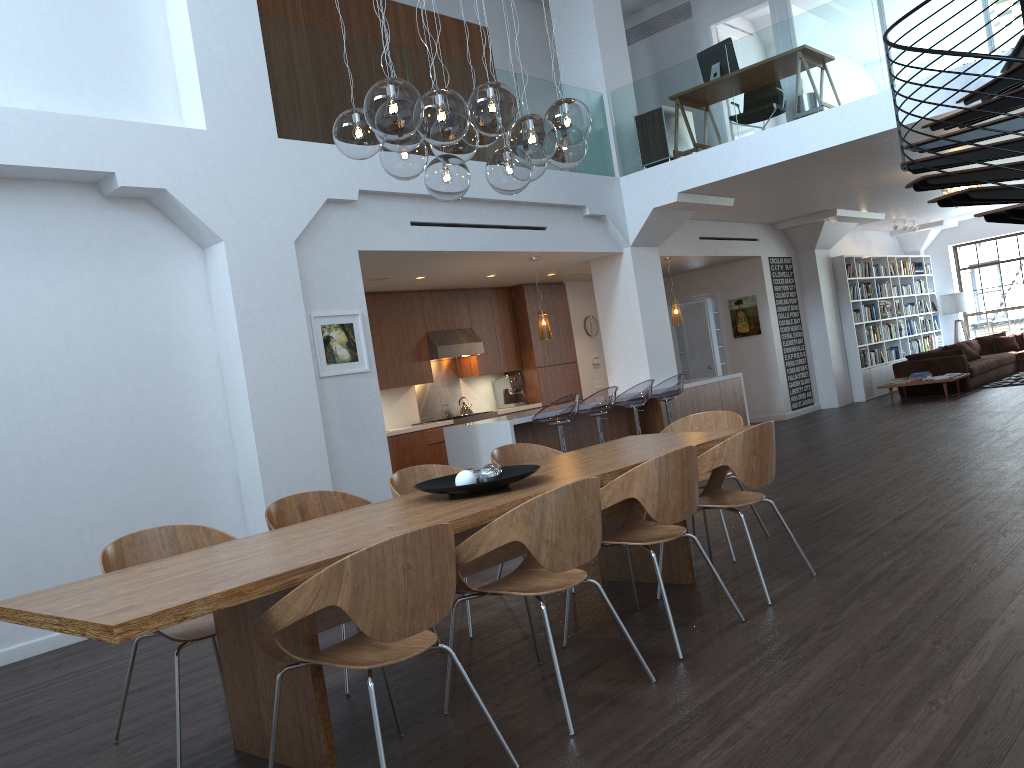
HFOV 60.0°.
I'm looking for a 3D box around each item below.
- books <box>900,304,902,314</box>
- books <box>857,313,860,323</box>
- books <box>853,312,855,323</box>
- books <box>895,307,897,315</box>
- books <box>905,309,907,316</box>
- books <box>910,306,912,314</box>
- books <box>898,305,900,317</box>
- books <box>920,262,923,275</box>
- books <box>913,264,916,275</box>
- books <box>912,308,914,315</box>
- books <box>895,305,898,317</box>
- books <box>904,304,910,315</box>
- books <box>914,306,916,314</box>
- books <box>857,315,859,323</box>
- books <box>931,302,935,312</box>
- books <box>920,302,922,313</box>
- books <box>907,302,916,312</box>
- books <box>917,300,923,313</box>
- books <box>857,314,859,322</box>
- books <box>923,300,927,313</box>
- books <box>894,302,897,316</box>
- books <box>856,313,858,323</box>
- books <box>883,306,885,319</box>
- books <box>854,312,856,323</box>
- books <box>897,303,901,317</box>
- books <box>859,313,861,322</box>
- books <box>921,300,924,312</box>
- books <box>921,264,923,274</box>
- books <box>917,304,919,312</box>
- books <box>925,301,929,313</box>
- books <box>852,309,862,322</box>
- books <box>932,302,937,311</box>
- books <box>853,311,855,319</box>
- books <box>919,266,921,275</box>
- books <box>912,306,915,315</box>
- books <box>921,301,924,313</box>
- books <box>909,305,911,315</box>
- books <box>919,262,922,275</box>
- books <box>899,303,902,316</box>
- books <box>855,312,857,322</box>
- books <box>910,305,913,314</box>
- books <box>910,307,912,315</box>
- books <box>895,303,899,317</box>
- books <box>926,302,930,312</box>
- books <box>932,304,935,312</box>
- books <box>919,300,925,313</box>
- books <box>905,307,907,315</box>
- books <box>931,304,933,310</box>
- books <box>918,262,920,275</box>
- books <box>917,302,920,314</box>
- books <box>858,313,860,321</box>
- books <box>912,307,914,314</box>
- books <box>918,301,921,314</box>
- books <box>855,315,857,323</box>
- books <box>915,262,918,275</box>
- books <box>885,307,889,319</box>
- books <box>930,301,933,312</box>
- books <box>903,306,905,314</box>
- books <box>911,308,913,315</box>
[{"bbox_3d":[7.092,-1.357,16.355,0.160,0.251,0.036,-9,0,42],"label":"books"},{"bbox_3d":[5.719,-1.095,14.776,0.120,0.167,0.020,-9,0,42],"label":"books"},{"bbox_3d":[5.575,-1.087,14.633,0.136,0.196,0.045,-9,0,42],"label":"books"},{"bbox_3d":[6.906,-1.328,16.149,0.160,0.251,0.029,-9,0,42],"label":"books"},{"bbox_3d":[7.264,-1.352,16.523,0.134,0.184,0.029,-9,0,42],"label":"books"},{"bbox_3d":[7.480,-1.383,16.750,0.128,0.178,0.022,-9,0,42],"label":"books"},{"bbox_3d":[7.011,-1.330,16.243,0.161,0.223,0.030,-9,0,42],"label":"books"},{"bbox_3d":[7.964,-2.259,17.456,0.183,0.253,0.042,-9,0,42],"label":"books"},{"bbox_3d":[7.695,-2.201,17.132,0.161,0.223,0.032,-9,0,42],"label":"books"},{"bbox_3d":[7.543,-1.390,16.818,0.109,0.171,0.018,-9,0,42],"label":"books"},{"bbox_3d":[6.934,-1.318,16.164,0.161,0.223,0.030,-9,0,42],"label":"books"},{"bbox_3d":[7.383,-1.382,16.655,0.140,0.206,0.042,-9,0,42],"label":"books"},{"bbox_3d":[7.621,-1.400,16.891,0.107,0.167,0.017,-9,0,42],"label":"books"},{"bbox_3d":[5.697,-1.085,14.746,0.110,0.153,0.019,-9,0,42],"label":"books"},{"bbox_3d":[8.325,-1.534,17.728,0.167,0.210,0.162,-9,0,42],"label":"books"},{"bbox_3d":[7.836,-1.463,17.164,0.161,0.223,0.032,-9,0,42],"label":"books"},{"bbox_3d":[7.627,-1.434,16.927,0.140,0.231,0.042,-9,0,42],"label":"books"},{"bbox_3d":[7.848,-1.480,17.201,0.183,0.253,0.042,-9,0,42],"label":"books"},{"bbox_3d":[5.708,-1.087,14.761,0.110,0.153,0.018,-9,0,42],"label":"books"},{"bbox_3d":[8.009,-1.506,17.375,0.183,0.253,0.042,-9,0,42],"label":"books"},{"bbox_3d":[6.872,-1.339,16.126,0.198,0.284,0.046,-9,0,42],"label":"books"},{"bbox_3d":[5.679,-1.092,14.737,0.109,0.171,0.018,-9,0,42],"label":"books"},{"bbox_3d":[6.496,-1.249,15.668,0.161,0.223,0.032,-9,0,42],"label":"books"},{"bbox_3d":[5.616,-1.085,14.669,0.128,0.178,0.022,-9,0,42],"label":"books"},{"bbox_3d":[7.021,-1.346,16.278,0.183,0.253,0.039,-9,0,42],"label":"books"},{"bbox_3d":[5.757,-1.102,14.809,0.107,0.167,0.017,-9,0,42],"label":"books"},{"bbox_3d":[7.923,-1.491,17.284,0.160,0.251,0.039,-9,0,42],"label":"books"},{"bbox_3d":[7.991,-2.263,17.490,0.183,0.253,0.042,-9,0,42],"label":"books"},{"bbox_3d":[7.724,-1.459,17.063,0.160,0.251,0.031,-9,0,42],"label":"books"},{"bbox_3d":[8.070,-1.506,17.443,0.174,0.236,0.142,-9,0,42],"label":"books"},{"bbox_3d":[5.763,-1.135,14.846,0.140,0.231,0.042,-9,0,42],"label":"books"},{"bbox_3d":[8.392,-1.547,17.789,0.182,0.215,0.188,-9,0,42],"label":"books"},{"bbox_3d":[5.596,-1.092,14.658,0.127,0.200,0.020,-9,0,42],"label":"books"},{"bbox_3d":[7.901,-2.249,17.395,0.183,0.253,0.042,-9,0,42],"label":"books"},{"bbox_3d":[7.583,-1.393,16.857,0.120,0.167,0.020,-9,0,42],"label":"books"},{"bbox_3d":[7.900,-1.485,17.253,0.171,0.246,0.039,-9,0,42],"label":"books"},{"bbox_3d":[7.414,-1.379,16.682,0.139,0.191,0.036,-9,0,42],"label":"books"},{"bbox_3d":[7.935,-2.254,17.423,0.183,0.253,0.042,-9,0,42],"label":"books"},{"bbox_3d":[7.070,-1.352,16.326,0.171,0.246,0.036,-9,0,42],"label":"books"},{"bbox_3d":[5.641,-1.092,14.710,0.134,0.184,0.030,-9,0,42],"label":"books"},{"bbox_3d":[7.505,-1.390,16.791,0.134,0.184,0.030,-9,0,42],"label":"books"},{"bbox_3d":[7.459,-1.391,16.739,0.127,0.200,0.020,-9,0,42],"label":"books"},{"bbox_3d":[6.959,-1.337,16.193,0.174,0.251,0.051,-9,0,42],"label":"books"},{"bbox_3d":[8.115,-1.499,17.480,0.161,0.207,0.135,-9,0,42],"label":"books"},{"bbox_3d":[8.339,-1.544,17.765,0.182,0.226,0.173,-9,0,42],"label":"books"},{"bbox_3d":[7.947,-1.499,17.315,0.180,0.259,0.042,-9,0,42],"label":"books"},{"bbox_3d":[7.282,-1.351,16.540,0.128,0.178,0.021,-9,0,42],"label":"books"},{"bbox_3d":[8.288,-1.533,17.674,0.161,0.218,0.101,-9,0,42],"label":"books"},{"bbox_3d":[7.877,-2.245,17.358,0.183,0.253,0.042,-9,0,42],"label":"books"},{"bbox_3d":[7.754,-1.450,17.080,0.161,0.223,0.032,-9,0,42],"label":"books"},{"bbox_3d":[5.741,-1.097,14.791,0.106,0.162,0.032,-9,0,42],"label":"books"},{"bbox_3d":[7.560,-1.383,16.827,0.110,0.153,0.019,-9,0,42],"label":"books"},{"bbox_3d":[7.782,-1.463,17.111,0.174,0.240,0.054,-9,0,42],"label":"books"},{"bbox_3d":[5.629,-1.087,14.686,0.128,0.178,0.021,-9,0,42],"label":"books"},{"bbox_3d":[7.787,-2.231,17.264,0.183,0.253,0.042,-9,0,42],"label":"books"},{"bbox_3d":[6.600,-1.257,15.787,0.161,0.207,0.135,-9,0,42],"label":"books"},{"bbox_3d":[8.267,-1.532,17.647,0.161,0.222,0.084,-9,0,42],"label":"books"},{"bbox_3d":[7.201,-1.348,16.448,0.136,0.196,0.043,-9,0,42],"label":"books"},{"bbox_3d":[7.493,-1.385,16.768,0.128,0.178,0.021,-9,0,42],"label":"books"}]
